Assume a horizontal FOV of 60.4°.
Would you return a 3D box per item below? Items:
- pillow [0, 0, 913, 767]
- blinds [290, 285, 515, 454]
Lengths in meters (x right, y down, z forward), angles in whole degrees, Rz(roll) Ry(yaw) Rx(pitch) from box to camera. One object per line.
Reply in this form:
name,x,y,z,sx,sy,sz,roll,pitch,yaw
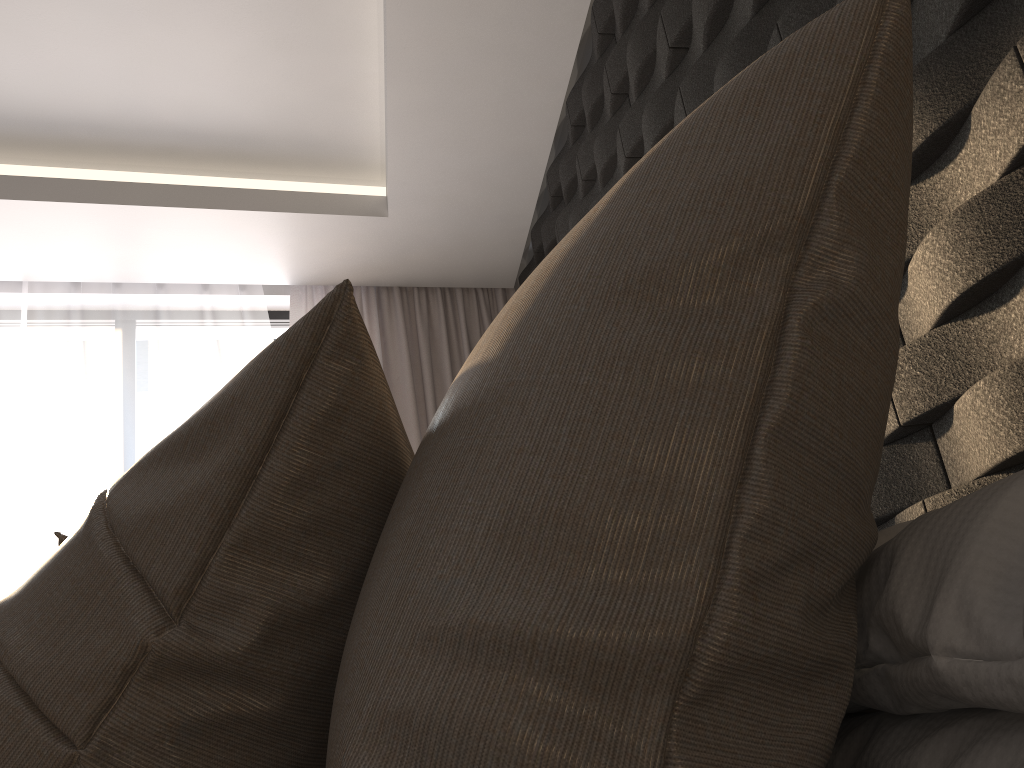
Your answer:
pillow,-0.202,0.222,0.892,0.921,0.517,1.233,-7,-20,-10
blinds,-0.247,0.640,3.293,1.042,2.633,0.327,-1,-21,-22
